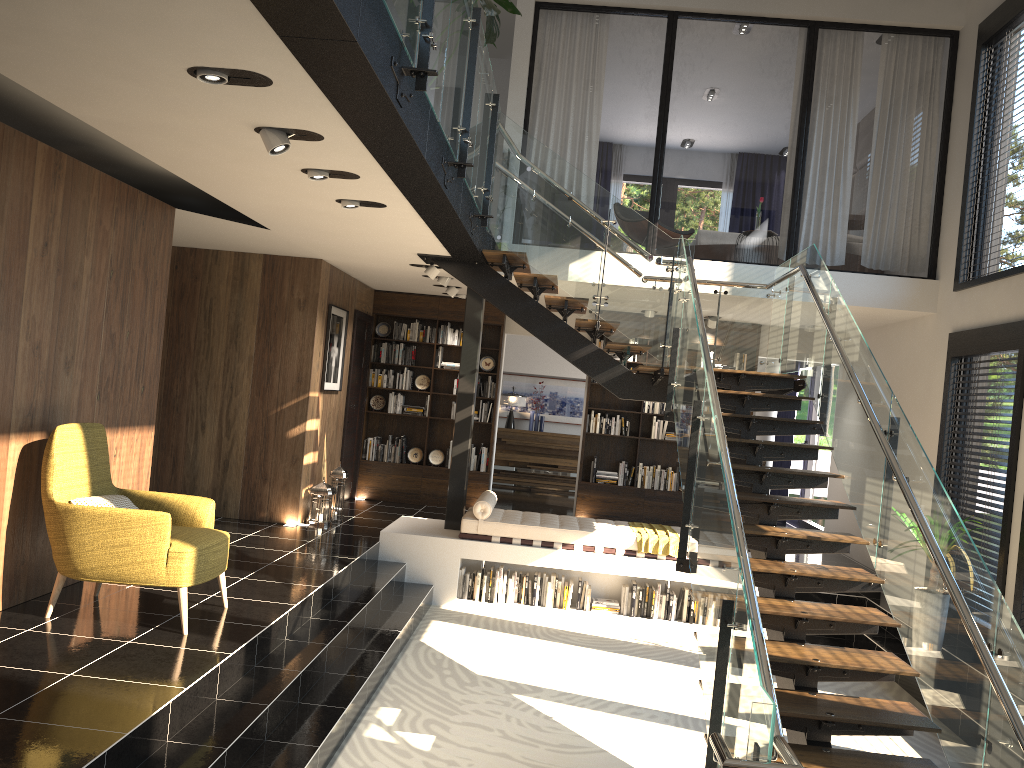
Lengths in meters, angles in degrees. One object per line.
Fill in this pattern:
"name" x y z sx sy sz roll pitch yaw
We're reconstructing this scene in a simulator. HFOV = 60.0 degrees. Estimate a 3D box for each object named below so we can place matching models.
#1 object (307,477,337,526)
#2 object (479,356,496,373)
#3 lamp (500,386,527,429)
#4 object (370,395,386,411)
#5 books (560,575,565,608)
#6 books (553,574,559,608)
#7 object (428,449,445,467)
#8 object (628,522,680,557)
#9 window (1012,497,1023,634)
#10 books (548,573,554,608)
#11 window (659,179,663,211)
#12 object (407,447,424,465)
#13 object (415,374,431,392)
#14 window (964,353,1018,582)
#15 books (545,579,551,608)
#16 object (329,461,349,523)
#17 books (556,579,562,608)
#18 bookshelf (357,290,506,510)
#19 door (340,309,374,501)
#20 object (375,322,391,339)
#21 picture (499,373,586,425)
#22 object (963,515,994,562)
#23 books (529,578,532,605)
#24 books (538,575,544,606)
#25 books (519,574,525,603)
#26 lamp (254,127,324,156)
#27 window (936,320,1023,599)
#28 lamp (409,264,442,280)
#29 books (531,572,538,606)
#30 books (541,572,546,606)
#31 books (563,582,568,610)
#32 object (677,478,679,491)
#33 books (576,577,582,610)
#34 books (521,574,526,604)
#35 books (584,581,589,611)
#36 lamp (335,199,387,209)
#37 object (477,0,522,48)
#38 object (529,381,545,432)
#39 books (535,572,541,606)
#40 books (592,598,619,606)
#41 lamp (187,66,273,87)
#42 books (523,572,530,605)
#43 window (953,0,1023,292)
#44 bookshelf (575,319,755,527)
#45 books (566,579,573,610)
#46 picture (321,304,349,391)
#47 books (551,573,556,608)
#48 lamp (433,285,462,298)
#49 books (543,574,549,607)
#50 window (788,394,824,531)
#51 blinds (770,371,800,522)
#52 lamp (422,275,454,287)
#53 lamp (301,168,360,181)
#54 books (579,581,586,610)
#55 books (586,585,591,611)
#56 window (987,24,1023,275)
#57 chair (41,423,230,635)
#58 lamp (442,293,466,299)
"object" -1.967 1.202 9.166 0.262 0.483 0.262 5 0 3
"object" -0.317 -0.252 11.394 0.212 0.222 0.082 5 0 3
"lamp" -0.004 0.398 14.813 0.470 0.725 0.470 5 0 -4
"object" -1.740 0.249 11.495 0.212 0.222 0.082 5 0 3
"books" 0.487 2.005 8.584 0.036 0.293 0.128 5 0 3
"books" 0.423 1.998 8.562 0.023 0.293 0.157 5 0 3
"object" -0.974 0.953 11.420 0.212 0.222 0.082 5 0 3
"object" 1.392 1.692 8.907 0.466 0.510 1.166 5 -1 3
"window" 3.955 0.733 5.848 0.358 2.475 1.498 5 0 3
"books" 0.379 1.988 8.566 0.026 0.305 0.187 5 0 3
"window" 2.483 -2.252 14.624 3.523 2.312 0.184 5 0 3
"object" -1.247 0.927 11.442 0.212 0.222 0.082 5 0 3
"object" -1.156 -0.014 11.461 0.212 0.222 0.082 5 0 3
"window" 4.122 0.772 7.470 0.005 2.297 1.221 5 0 3
"books" 0.350 2.015 8.551 0.027 0.246 0.193 5 0 3
"object" -1.847 1.136 9.390 0.182 0.643 0.182 5 0 3
"books" 0.451 2.022 8.576 0.034 0.252 0.151 5 0 3
"bookshelf" -1.039 0.216 11.463 1.703 2.682 0.273 5 0 3
"door" -1.961 0.296 10.898 0.104 2.347 0.931 5 0 3
"object" -1.665 -0.695 11.470 0.212 0.222 0.082 5 0 3
"picture" 1.464 0.349 14.979 3.543 0.748 0.035 5 0 3
"object" 3.334 1.618 7.060 0.876 1.338 0.830 5 0 -8
"books" 0.178 2.005 8.586 0.050 0.234 0.149 5 0 3
"books" 0.278 1.996 8.588 0.029 0.271 0.128 5 0 3
"books" 0.096 1.984 8.603 0.023 0.260 0.133 5 0 3
"lamp" -1.100 -1.248 4.384 0.346 0.247 0.195 5 0 3
"window" 4.052 0.766 7.482 0.358 2.475 1.393 5 0 3
"lamp" -0.840 -1.161 8.724 0.346 0.262 0.195 5 0 3
"books" 0.221 1.976 8.560 0.033 0.299 0.196 5 0 3
"books" 0.305 1.980 8.585 0.023 0.308 0.126 5 0 3
"books" 0.514 2.037 8.539 0.028 0.233 0.205 5 0 3
"object" 2.112 1.228 11.282 0.020 0.262 0.047 5 0 3
"books" 0.647 2.025 8.572 0.030 0.284 0.176 5 0 3
"books" 0.117 1.985 8.585 0.019 0.261 0.183 5 0 3
"books" 0.715 2.044 8.559 0.020 0.257 0.154 5 0 3
"lamp" -1.005 -1.255 5.933 0.346 0.177 0.195 5 0 3
"object" -0.687 -2.271 6.069 1.465 1.554 1.260 6 0 -8
"object" 0.438 0.377 14.894 0.272 0.860 0.270 5 0 18
"books" 0.251 1.982 8.572 0.025 0.293 0.205 5 0 3
"books" 0.901 2.105 8.565 0.249 0.026 0.148 5 -1 1
"lamp" -1.142 -1.306 3.610 0.346 0.158 0.195 5 0 3
"books" 0.141 1.977 8.575 0.028 0.282 0.173 5 0 3
"window" 4.324 -2.079 7.478 0.358 2.475 1.393 5 0 3
"bookshelf" 1.967 0.501 11.284 2.090 2.682 0.273 5 0 3
"books" 0.555 2.028 8.544 0.050 0.258 0.215 5 0 3
"picture" -1.923 -0.379 9.674 0.028 0.911 0.748 5 0 3
"books" 0.402 1.990 8.560 0.020 0.305 0.172 5 0 3
"lamp" -0.749 -1.133 10.271 0.346 0.262 0.195 5 0 3
"books" 0.327 1.992 8.575 0.025 0.287 0.169 5 0 3
"window" 4.348 0.863 12.946 0.184 2.476 2.981 5 0 3
"blinds" 4.233 0.774 13.854 0.161 2.770 1.080 5 0 2
"lamp" -0.793 -1.163 9.496 0.346 0.231 0.195 5 0 3
"lamp" -1.051 -1.269 5.158 0.346 0.177 0.195 5 0 3
"books" 0.684 2.044 8.587 0.045 0.251 0.142 5 0 3
"books" 0.738 2.066 8.558 0.030 0.218 0.186 5 0 3
"window" 4.394 -2.073 7.466 0.005 2.297 1.221 5 0 3
"chair" -2.235 0.821 5.318 1.030 1.097 0.807 5 0 2
"lamp" -0.698 -1.162 11.048 0.346 0.177 0.195 5 0 3
